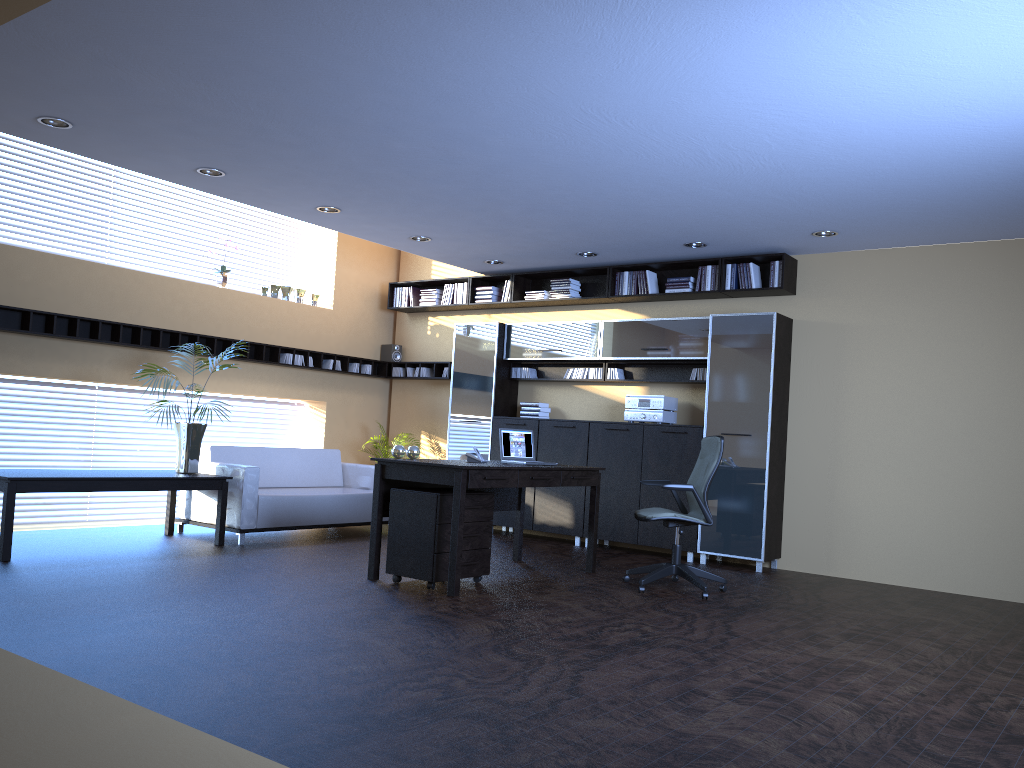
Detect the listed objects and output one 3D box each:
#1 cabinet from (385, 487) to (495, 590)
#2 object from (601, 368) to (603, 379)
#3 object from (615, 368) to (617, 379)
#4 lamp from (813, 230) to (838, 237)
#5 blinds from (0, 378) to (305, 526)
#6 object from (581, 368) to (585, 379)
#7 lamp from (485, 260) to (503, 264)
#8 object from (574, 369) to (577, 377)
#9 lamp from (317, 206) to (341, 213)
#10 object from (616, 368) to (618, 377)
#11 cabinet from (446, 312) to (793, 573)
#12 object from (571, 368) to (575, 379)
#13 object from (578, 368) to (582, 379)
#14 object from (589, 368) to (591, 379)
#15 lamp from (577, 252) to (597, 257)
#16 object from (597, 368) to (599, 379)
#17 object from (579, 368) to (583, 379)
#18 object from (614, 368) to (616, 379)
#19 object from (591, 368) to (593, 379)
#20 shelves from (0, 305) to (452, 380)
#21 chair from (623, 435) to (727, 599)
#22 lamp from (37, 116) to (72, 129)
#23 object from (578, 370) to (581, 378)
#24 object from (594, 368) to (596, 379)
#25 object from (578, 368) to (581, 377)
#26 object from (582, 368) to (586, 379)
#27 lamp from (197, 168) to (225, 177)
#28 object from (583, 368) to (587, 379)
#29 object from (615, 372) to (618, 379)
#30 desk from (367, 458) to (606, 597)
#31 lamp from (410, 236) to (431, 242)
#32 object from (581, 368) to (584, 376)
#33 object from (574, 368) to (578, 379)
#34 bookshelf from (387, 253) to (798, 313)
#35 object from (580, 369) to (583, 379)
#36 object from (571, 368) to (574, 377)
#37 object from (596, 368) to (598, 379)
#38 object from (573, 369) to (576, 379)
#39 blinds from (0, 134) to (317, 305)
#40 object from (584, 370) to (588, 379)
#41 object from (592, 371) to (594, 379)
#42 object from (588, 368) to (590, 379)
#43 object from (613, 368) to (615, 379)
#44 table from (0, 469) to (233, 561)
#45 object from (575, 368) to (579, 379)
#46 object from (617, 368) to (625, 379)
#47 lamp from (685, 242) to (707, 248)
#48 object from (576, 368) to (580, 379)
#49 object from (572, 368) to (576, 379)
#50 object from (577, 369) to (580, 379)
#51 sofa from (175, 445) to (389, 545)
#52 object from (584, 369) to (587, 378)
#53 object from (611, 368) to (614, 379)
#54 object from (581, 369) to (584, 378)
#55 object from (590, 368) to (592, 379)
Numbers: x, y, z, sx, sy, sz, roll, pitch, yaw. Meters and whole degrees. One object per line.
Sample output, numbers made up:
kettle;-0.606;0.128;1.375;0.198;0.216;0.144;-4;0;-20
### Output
cabinet;-0.514;1.128;6.552;0.500;0.679;0.635;2;-3;37
object;1.008;-0.107;9.605;0.009;0.120;0.142;2;-3;37
object;1.149;-0.104;9.508;0.026;0.117;0.140;2;-3;37
lamp;2.710;-1.342;7.659;0.208;0.096;0.209;6;-4;-35
blinds;-4.235;0.698;8.896;0.047;1.366;5.399;2;-3;37
object;0.819;-0.110;9.750;0.040;0.118;0.142;2;-3;37
lamp;-0.195;-1.391;9.811;0.208;0.096;0.209;6;-4;-35
object;0.740;-0.111;9.812;0.036;0.116;0.140;2;-3;37
lamp;-1.626;-1.592;7.873;0.209;0.096;0.208;3;-3;7
object;1.162;-0.103;9.499;0.036;0.116;0.140;2;-3;37
cabinet;0.936;0.525;9.465;3.874;2.397;0.491;1;-3;37
object;0.714;-0.112;9.827;0.040;0.118;0.142;2;-3;37
object;0.788;-0.110;9.774;0.036;0.116;0.140;2;-3;36
object;0.889;-0.109;9.698;0.006;0.118;0.140;2;-3;37
lamp;0.773;-1.375;9.094;0.209;0.096;0.208;2;-4;31
object;0.973;-0.107;9.643;0.009;0.120;0.142;2;-3;37
object;0.793;-0.110;9.765;0.040;0.118;0.142;2;-3;37
object;1.140;-0.104;9.513;0.030;0.120;0.142;2;-3;37
object;0.911;-0.109;9.677;0.009;0.120;0.142;2;-3;36
shelves;-3.106;-0.434;8.702;1.248;0.213;6.632;1;-4;36
chair;1.336;0.993;6.921;0.769;1.214;0.833;4;-2;-7
lamp;-3.056;-1.793;5.935;0.208;0.096;0.209;1;-4;37
object;0.781;-0.110;9.783;0.040;0.118;0.142;2;-3;36
object;0.936;-0.108;9.660;0.009;0.120;0.142;2;-3;37
object;0.778;-0.111;9.778;0.036;0.116;0.140;2;-3;36
object;0.830;-0.109;9.747;0.040;0.118;0.142;2;-3;36
lamp;-2.341;-1.692;6.904;0.209;0.096;0.208;3;-3;7
object;0.837;-0.109;9.740;0.040;0.118;0.142;2;-3;36
object;1.151;-0.104;9.510;0.030;0.120;0.142;2;-3;37
desk;-0.145;1.073;7.023;0.913;0.889;1.897;2;-4;37
lamp;-0.911;-1.492;8.842;0.209;0.096;0.208;2;-3;19
object;0.805;-0.110;9.764;0.040;0.118;0.142;2;-3;37
object;0.745;-0.111;9.802;0.040;0.118;0.142;2;-3;36
bookshelf;0.583;-1.075;9.930;5.123;0.340;0.362;1;-4;37
object;0.802;-0.110;9.760;0.036;0.116;0.140;2;-3;36
object;0.706;-0.112;9.833;0.040;0.118;0.142;2;-3;36
object;0.962;-0.107;9.644;0.009;0.120;0.142;2;-3;36
object;0.731;-0.111;9.816;0.036;0.116;0.140;2;-3;37
blinds;-4.079;-1.870;8.980;0.039;1.459;5.399;2;-3;37
object;0.852;-0.109;9.727;0.040;0.118;0.142;2;-3;37
object;0.922;-0.108;9.674;0.009;0.120;0.142;2;-3;37
object;0.880;-0.109;9.703;0.009;0.120;0.142;2;-3;37
object;1.132;-0.104;9.519;0.030;0.120;0.142;2;-3;37
table;-3.405;1.038;7.330;0.897;0.602;1.897;1;-4;37
object;0.757;-0.110;9.800;0.036;0.116;0.140;2;-3;36
object;1.163;-0.102;9.501;0.040;0.118;0.142;2;-3;37
lamp;1.742;-1.358;8.377;0.209;0.096;0.208;2;-4;31
object;0.764;-0.111;9.793;0.040;0.118;0.142;2;-3;37
object;0.724;-0.111;9.824;0.036;0.116;0.140;2;-3;36
object;0.773;-0.110;9.789;0.040;0.118;0.142;2;-3;37
sofa;-2.188;1.084;8.983;1.014;0.847;2.060;1;-4;37
object;0.843;-0.109;9.731;0.036;0.116;0.140;2;-3;36
object;1.107;-0.105;9.539;0.009;0.120;0.142;2;-3;36
object;0.815;-0.109;9.761;0.040;0.118;0.142;2;-3;36
object;0.901;-0.108;9.696;0.006;0.118;0.140;2;-3;37
